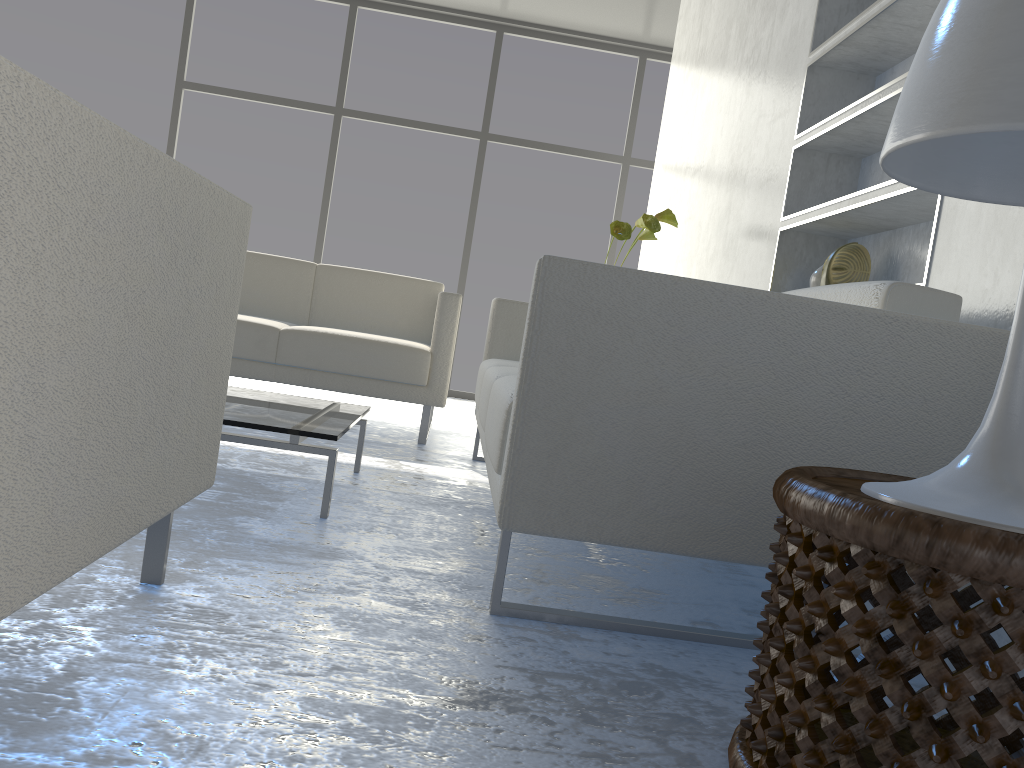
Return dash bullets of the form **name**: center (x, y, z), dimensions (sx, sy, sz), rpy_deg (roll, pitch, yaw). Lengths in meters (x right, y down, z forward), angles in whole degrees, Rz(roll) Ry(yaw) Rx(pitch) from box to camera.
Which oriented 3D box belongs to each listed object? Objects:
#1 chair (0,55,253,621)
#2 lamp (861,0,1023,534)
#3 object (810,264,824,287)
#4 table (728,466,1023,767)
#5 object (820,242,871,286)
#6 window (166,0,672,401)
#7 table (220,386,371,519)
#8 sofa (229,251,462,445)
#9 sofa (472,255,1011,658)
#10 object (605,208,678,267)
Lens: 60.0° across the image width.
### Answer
- **chair**: center (-0.778, -0.046, 0.950), dimensions (0.748, 0.662, 0.821), rpy_deg (9, 3, -4)
- **lamp**: center (0.562, -0.146, 0.942), dimensions (0.347, 0.582, 0.347), rpy_deg (7, 4, -35)
- **object**: center (0.927, -0.294, 2.633), dimensions (0.086, 0.128, 0.086), rpy_deg (9, 3, 7)
- **table**: center (0.490, 0.309, 0.963), dimensions (0.452, 0.358, 0.452), rpy_deg (7, 3, -29)
- **object**: center (0.915, -0.315, 2.481), dimensions (0.088, 0.179, 0.163), rpy_deg (8, 3, -14)
- **window**: center (-0.232, -1.132, 5.890), dimensions (4.080, 2.477, 0.037), rpy_deg (9, 3, -4)
- **table**: center (-0.792, 0.125, 2.246), dimensions (0.773, 0.190, 0.730), rpy_deg (9, 3, -4)
- **sofa**: center (-1.180, -0.247, 3.712), dimensions (1.881, 0.658, 0.821), rpy_deg (9, 3, -4)
- **sofa**: center (0.333, 0.057, 2.352), dimensions (0.821, 0.658, 1.881), rpy_deg (9, 3, -4)
- **object**: center (0.344, -0.192, 3.417), dimensions (0.387, 1.051, 0.400), rpy_deg (10, 3, 24)
